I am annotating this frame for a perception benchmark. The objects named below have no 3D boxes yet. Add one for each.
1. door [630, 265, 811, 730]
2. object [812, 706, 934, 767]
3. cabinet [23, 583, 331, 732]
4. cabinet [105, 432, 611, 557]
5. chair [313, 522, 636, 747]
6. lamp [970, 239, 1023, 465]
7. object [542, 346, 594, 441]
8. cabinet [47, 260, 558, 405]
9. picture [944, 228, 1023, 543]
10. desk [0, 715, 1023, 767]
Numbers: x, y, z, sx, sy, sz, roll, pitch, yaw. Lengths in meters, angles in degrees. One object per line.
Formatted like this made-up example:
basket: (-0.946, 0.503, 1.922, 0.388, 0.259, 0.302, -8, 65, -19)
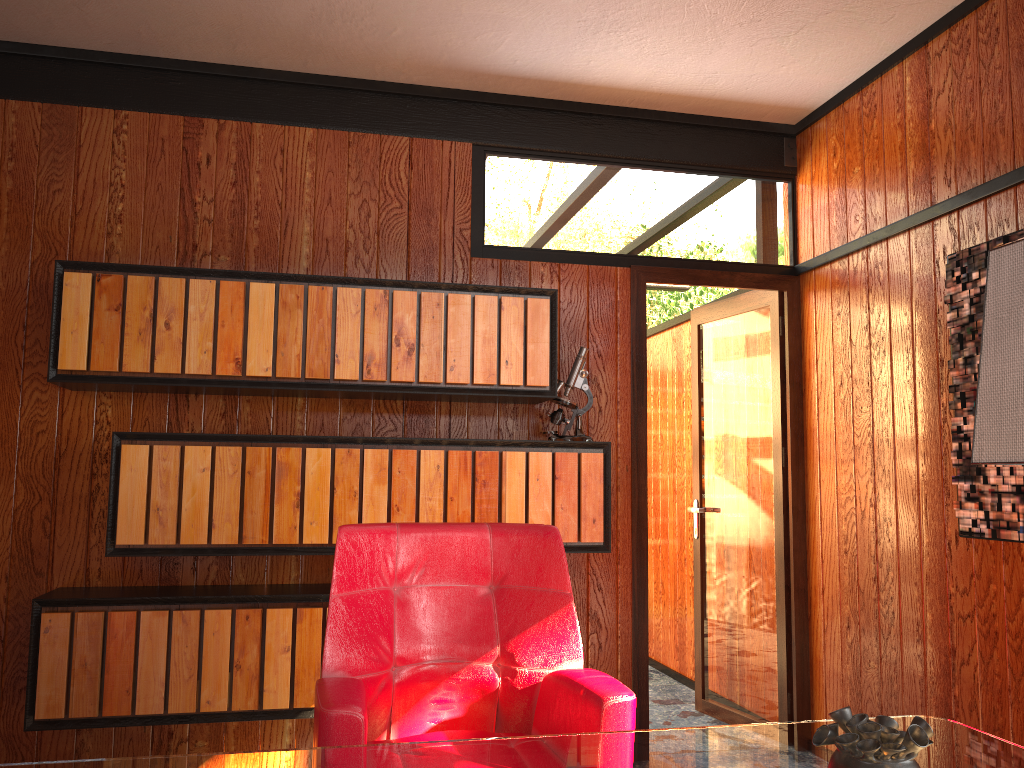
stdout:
door: (0.753, 0.545, 3.887, 0.751, 1.955, 0.734, 2, -6, -12)
object: (0.388, 0.415, 0.955, 0.121, 0.114, 0.118, 3, -6, -18)
cabinet: (-0.687, 0.891, 2.994, 1.653, 0.390, 0.321, 2, -6, -12)
cabinet: (-0.487, 0.386, 3.092, 1.653, 0.390, 0.321, 2, -6, -12)
chair: (-0.118, 0.799, 1.934, 0.621, 0.956, 0.839, 2, -6, -13)
lamp: (0.772, 0.182, 1.002, 0.316, 0.732, 0.316, 2, -6, -12)
object: (0.207, 0.036, 3.243, 0.181, 0.354, 0.142, -2, -7, 24)
cabinet: (-0.676, -0.158, 3.107, 1.653, 0.390, 0.321, 2, -6, -12)
picture: (1.464, -0.016, 2.290, 0.061, 0.873, 0.916, 2, -6, -12)
desk: (-0.003, 0.846, 0.879, 1.900, 0.632, 1.150, 2, -6, -12)
